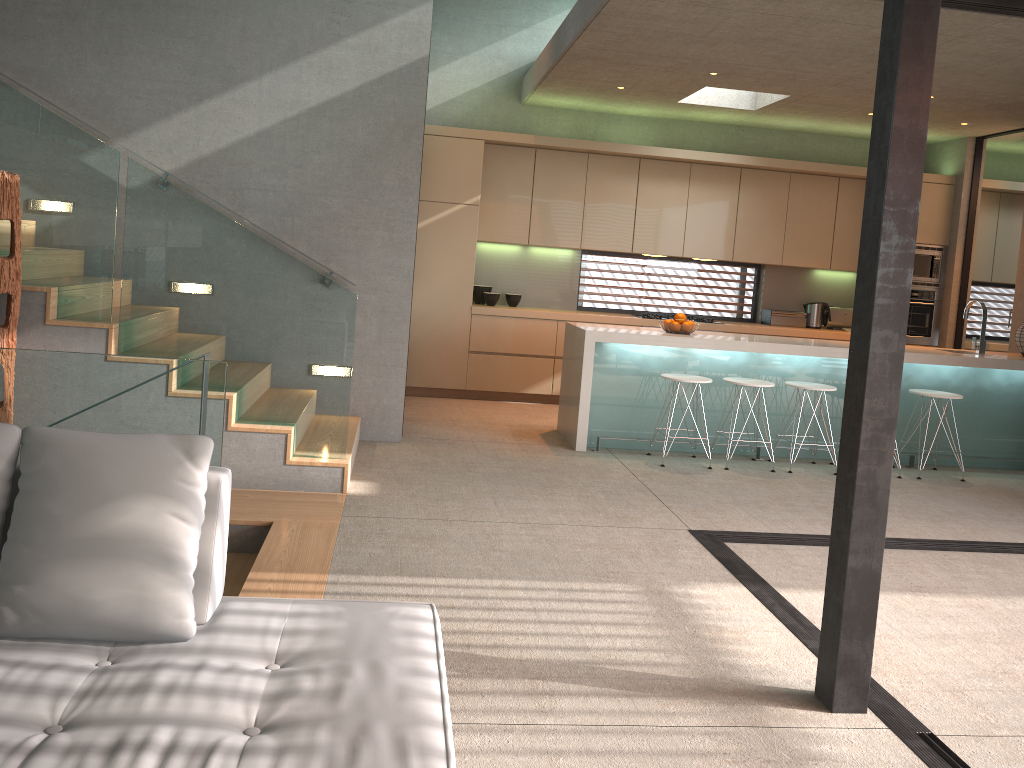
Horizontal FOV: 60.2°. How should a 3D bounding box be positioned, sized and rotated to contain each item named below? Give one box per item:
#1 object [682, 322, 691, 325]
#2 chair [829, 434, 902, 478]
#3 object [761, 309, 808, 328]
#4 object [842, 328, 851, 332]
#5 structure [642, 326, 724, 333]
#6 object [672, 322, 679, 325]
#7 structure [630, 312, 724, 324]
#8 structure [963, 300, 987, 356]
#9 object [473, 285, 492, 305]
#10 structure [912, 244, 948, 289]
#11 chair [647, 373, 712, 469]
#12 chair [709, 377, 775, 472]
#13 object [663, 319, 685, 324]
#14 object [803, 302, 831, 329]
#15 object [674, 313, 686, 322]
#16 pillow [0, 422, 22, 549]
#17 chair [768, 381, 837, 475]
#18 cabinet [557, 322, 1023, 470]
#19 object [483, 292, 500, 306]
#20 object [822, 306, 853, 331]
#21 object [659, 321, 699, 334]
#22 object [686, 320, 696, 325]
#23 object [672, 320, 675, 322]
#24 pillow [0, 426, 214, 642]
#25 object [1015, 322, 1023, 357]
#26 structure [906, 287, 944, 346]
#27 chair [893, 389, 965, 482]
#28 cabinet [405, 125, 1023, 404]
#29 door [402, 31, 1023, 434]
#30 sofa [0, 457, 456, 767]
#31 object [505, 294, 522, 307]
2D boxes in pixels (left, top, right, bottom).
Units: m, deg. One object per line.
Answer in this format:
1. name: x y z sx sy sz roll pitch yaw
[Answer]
1. object: 1.359 -0.444 6.894 0.086 0.086 0.087 3 6 -17
2. chair: 2.677 0.346 6.628 0.381 0.621 0.384 4 5 -7
3. object: 2.875 -0.693 9.340 0.400 0.159 0.242 4 7 -7
4. object: 3.577 -0.547 9.144 0.310 0.034 0.312 -2 10 -39
5. structure: 1.667 -0.294 8.725 0.827 0.498 0.080 4 3 -7
6. object: 1.274 -0.446 6.893 0.081 0.081 0.081 7 6 21
7. structure: 1.664 -0.648 8.953 0.838 0.090 0.467 3 8 -7
8. structure: 3.785 -0.470 7.269 0.097 0.439 0.260 4 5 -8
9. object: -0.317 -0.900 8.934 0.225 0.187 0.227 1 7 -30
10. structure: 4.099 -1.234 9.192 0.596 0.435 0.463 4 6 -7
11. chair: 1.243 0.259 6.442 0.381 0.621 0.384 4 5 -7
12. chair: 1.711 0.288 6.502 0.381 0.621 0.384 4 5 -7
13. object: 1.263 -0.462 6.945 0.174 0.099 0.096 10 8 37
14. object: 3.218 -0.730 9.344 0.278 0.284 0.178 4 5 -2
15. object: 1.334 -0.517 7.001 0.095 0.094 0.095 6 6 12
16. pillow: -1.482 0.330 2.137 0.492 0.495 0.240 4 4 -7
17. chair: 2.185 0.316 6.563 0.381 0.621 0.384 4 5 -7
18. cabinet: 2.494 0.115 7.176 4.117 0.895 0.806 3 5 -7
19. object: -0.206 -0.840 8.781 0.169 0.126 0.171 2 7 -21
20. object: 3.523 -0.699 9.432 0.389 0.246 0.151 4 5 -7
21. object: 1.314 -0.442 6.973 0.315 0.081 0.318 3 8 -7
22. object: 1.403 -0.454 6.975 0.094 0.094 0.095 3 6 -19
23. object: 1.277 -0.470 7.049 0.087 0.086 0.087 10 8 43
24. pillow: -1.006 0.370 2.196 0.492 0.481 0.268 4 4 -7
25. object: 4.402 -0.385 7.390 0.339 0.333 0.343 3 6 -16
26. structure: 4.062 -0.727 9.203 0.596 0.577 0.501 4 5 -7
27. chair: 3.177 0.376 6.693 0.381 0.621 0.384 4 5 -7
28. cabinet: 2.791 -0.879 8.451 7.463 2.555 1.979 4 5 -7
29. door: 0.292 0.002 4.685 15.311 4.451 5.820 -1 8 -35
30. sofa: -0.935 0.647 1.976 1.594 0.729 1.021 4 6 -7
31. object: 0.011 -0.845 8.943 0.169 0.126 0.171 2 7 -21
